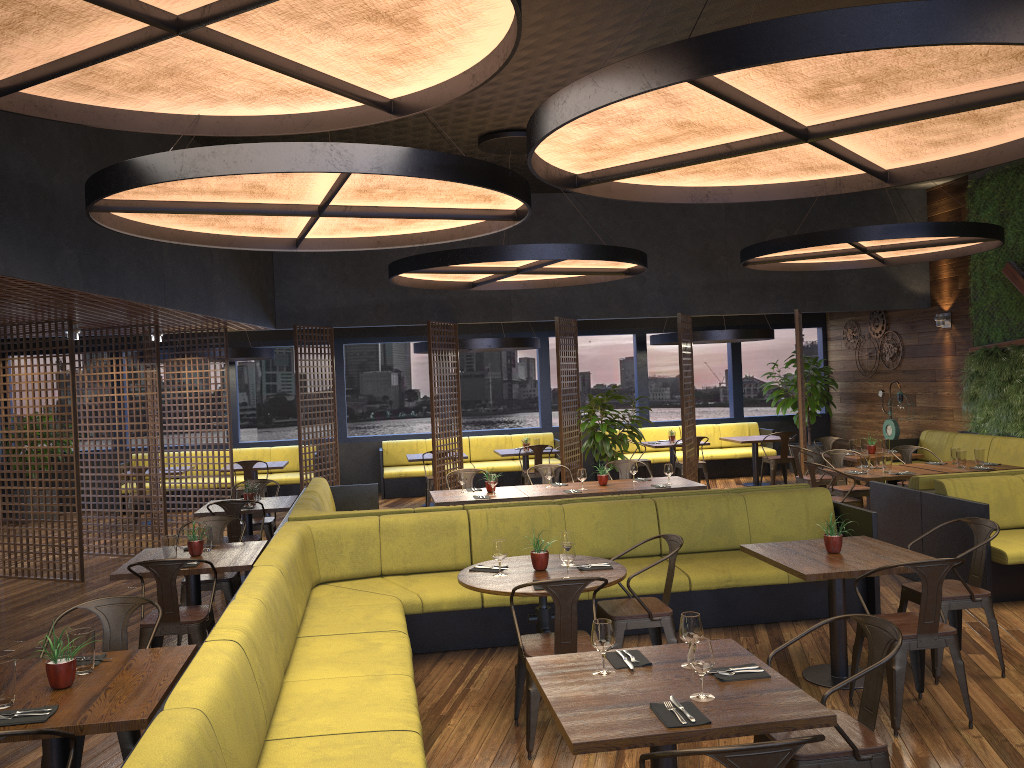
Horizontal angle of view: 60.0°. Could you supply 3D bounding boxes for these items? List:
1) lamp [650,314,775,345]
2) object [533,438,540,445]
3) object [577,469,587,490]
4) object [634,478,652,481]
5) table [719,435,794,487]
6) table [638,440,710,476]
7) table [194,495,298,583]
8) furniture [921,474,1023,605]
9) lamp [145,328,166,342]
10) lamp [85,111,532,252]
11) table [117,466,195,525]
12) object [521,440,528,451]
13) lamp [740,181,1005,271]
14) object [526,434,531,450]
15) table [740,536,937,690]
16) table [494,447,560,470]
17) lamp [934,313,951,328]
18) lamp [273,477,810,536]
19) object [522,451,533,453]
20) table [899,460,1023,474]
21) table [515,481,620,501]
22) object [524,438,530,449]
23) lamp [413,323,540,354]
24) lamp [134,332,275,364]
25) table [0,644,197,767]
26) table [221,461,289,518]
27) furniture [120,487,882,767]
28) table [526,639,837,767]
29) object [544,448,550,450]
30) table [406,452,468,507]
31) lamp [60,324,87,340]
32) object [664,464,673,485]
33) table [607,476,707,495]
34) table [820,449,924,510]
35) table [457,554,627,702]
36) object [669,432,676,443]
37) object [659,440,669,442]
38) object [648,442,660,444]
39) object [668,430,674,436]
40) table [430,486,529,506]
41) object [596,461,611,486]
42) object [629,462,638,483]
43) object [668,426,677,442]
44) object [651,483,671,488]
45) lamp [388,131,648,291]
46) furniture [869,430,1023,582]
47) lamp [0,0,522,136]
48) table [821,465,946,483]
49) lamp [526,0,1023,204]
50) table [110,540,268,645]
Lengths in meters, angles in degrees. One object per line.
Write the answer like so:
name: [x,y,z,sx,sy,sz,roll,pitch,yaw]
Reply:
lamp: [3.210,-1.769,14.466,1.979,2.172,1.979,-3,1,-24]
object: [0.387,0.942,13.824,0.102,0.178,0.102,-3,1,-23]
object: [0.708,0.963,8.950,0.097,0.206,0.097,-2,1,37]
object: [1.403,1.023,9.515,0.157,0.019,0.255,-2,1,-8]
table: [3.985,1.260,14.446,0.887,0.763,0.906,-2,1,-9]
table: [2.603,1.319,14.238,0.906,0.763,0.887,-2,1,-9]
table: [-2.626,1.584,8.908,0.887,0.763,0.906,-2,1,-9]
furniture: [5.537,1.202,5.655,3.372,0.914,4.503,-2,1,-9]
lamp: [-4.431,-0.610,11.049,0.228,0.172,0.228,-2,1,-9]
lamp: [-1.290,-1.805,5.819,2.778,1.475,2.778,-2,1,-5]
table: [-5.199,1.652,13.038,0.887,0.763,0.906,-2,1,-9]
object: [0.200,0.951,13.698,0.102,0.178,0.102,-3,1,-23]
lamp: [4.019,-2.141,10.134,2.778,1.362,2.778,-3,1,-44]
object: [0.230,0.902,13.879,0.238,0.271,0.260,-2,1,13]
table: [2.025,1.424,5.473,0.887,0.763,0.906,-2,1,-9]
table: [0.233,1.420,13.875,0.906,0.763,0.887,-2,1,-9]
lamp: [6.321,-0.934,13.070,0.189,0.215,0.215,-2,1,-9]
lamp: [-2.112,0.592,8.275,9.057,2.714,3.017,-2,1,-9]
object: [0.278,1.029,13.550,0.255,0.019,0.157,-2,1,-9]
table: [4.872,1.268,9.599,0.887,0.763,0.906,-2,1,-9]
table: [0.558,1.451,9.091,0.906,0.763,0.887,-2,1,-9]
object: [0.241,0.946,14.055,0.102,0.178,0.102,-3,1,-23]
lamp: [-0.590,-1.605,13.883,1.979,2.172,1.979,-2,1,36]
lamp: [-4.616,-1.433,13.267,1.979,2.172,1.979,-2,1,-2]
table: [-1.803,1.600,3.571,0.887,0.763,0.906,-2,1,-9]
table: [-3.817,1.593,13.250,0.887,0.763,0.906,-2,1,-9]
furniture: [0.429,1.407,6.231,4.895,0.914,7.462,-2,1,-14]
table: [0.586,1.503,3.334,0.906,0.763,0.887,-2,1,-9]
object: [0.539,1.015,13.900,0.157,0.019,0.255,-2,1,-9]
table: [-1.150,1.479,13.659,0.887,0.763,0.906,-2,1,-9]
lamp: [-4.907,-0.580,9.908,0.228,0.172,0.228,-2,1,-9]
object: [1.606,0.925,9.088,0.097,0.206,0.097,-2,1,37]
table: [1.450,1.413,9.233,0.906,0.763,0.887,-2,1,-9]
table: [4.564,1.266,11.260,0.887,0.763,0.906,-2,1,-9]
table: [0.194,1.501,5.304,1.007,0.760,1.007,-2,1,29]
object: [2.550,0.851,14.056,0.102,0.178,0.102,-3,1,-23]
object: [2.520,0.927,14.563,0.255,0.019,0.157,-2,1,-9]
object: [2.272,0.940,14.215,0.157,0.019,0.255,-2,1,-9]
object: [2.592,0.846,14.413,0.102,0.178,0.102,-3,1,-23]
table: [-0.337,1.489,8.954,0.906,0.763,0.887,-2,1,-9]
object: [0.932,0.916,9.202,0.238,0.271,0.260,-2,1,13]
object: [1.286,0.935,9.382,0.097,0.206,0.097,-2,1,37]
object: [2.558,0.802,14.231,0.238,0.271,0.260,-2,1,13]
object: [1.496,1.024,8.957,0.157,0.019,0.255,-2,1,-8]
lamp: [0.036,-1.895,9.605,2.778,1.475,2.778,-2,1,-9]
furniture: [4.837,1.187,10.238,3.378,0.916,4.755,-2,1,-9]
lamp: [-1.371,-1.959,3.578,2.778,1.159,2.778,-2,1,42]
table: [3.951,1.308,9.458,0.887,0.763,0.906,-2,1,-9]
lamp: [1.435,-1.905,4.392,2.778,1.475,2.778,-2,1,40]
table: [-2.212,1.592,6.240,0.887,0.763,0.906,-2,1,-9]
